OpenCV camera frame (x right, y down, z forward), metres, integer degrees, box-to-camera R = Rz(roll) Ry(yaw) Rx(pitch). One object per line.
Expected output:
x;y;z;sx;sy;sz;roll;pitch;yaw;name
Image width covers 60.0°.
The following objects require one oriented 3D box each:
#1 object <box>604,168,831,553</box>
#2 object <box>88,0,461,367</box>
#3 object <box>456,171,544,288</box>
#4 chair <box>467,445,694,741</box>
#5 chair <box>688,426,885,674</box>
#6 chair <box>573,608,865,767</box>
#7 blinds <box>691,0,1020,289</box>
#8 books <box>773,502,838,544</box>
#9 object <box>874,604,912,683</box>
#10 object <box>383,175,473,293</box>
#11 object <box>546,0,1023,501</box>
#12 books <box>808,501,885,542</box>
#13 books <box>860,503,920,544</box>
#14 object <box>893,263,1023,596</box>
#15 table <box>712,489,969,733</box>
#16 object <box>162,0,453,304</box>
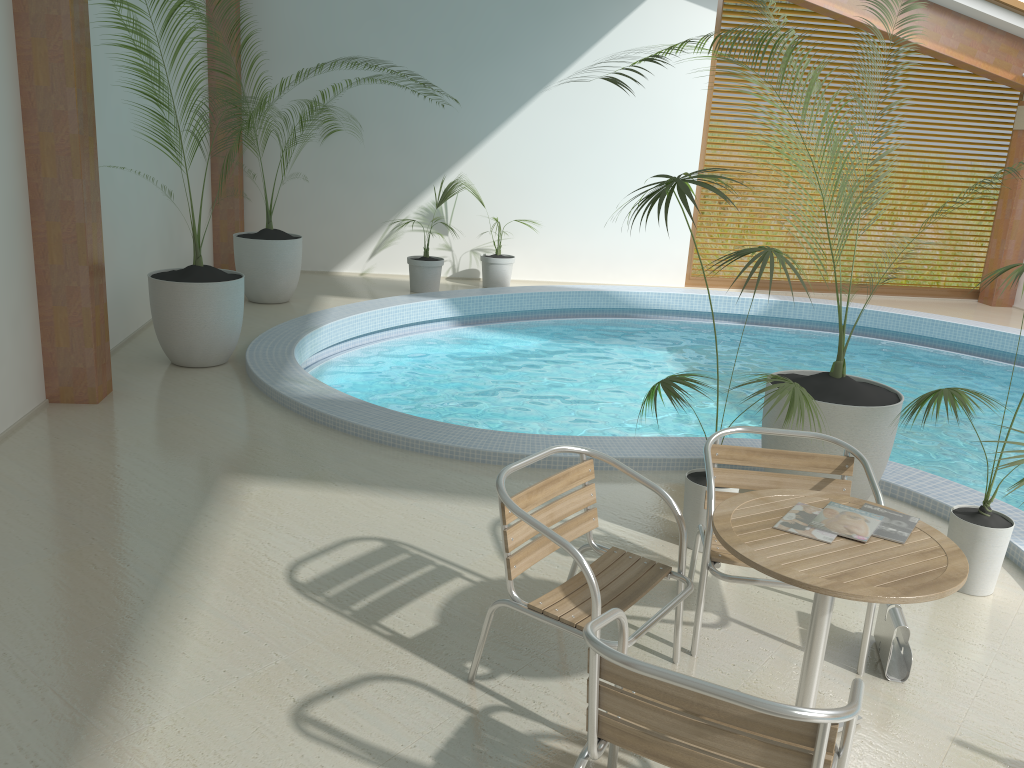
0.868;-0.065;3.859;1.059;1.695;0.791;12;18;27;object
-2.150;-1.637;6.347;2.729;2.960;2.979;-10;21;-40;object
-0.165;-1.757;10.241;1.067;1.310;0.822;5;16;4;object
0.258;0.649;2.959;0.563;0.727;0.618;15;19;33;chair
1.001;0.597;3.313;0.618;0.727;0.563;5;16;5;chair
0.477;0.895;2.148;0.618;0.727;0.563;11;17;24;chair
4.403;-3.235;11.415;4.500;4.025;0.099;2;16;-7;blinds
0.900;0.413;2.649;0.166;0.004;0.241;14;19;32;books
1.397;0.914;3.235;0.081;0.223;0.272;7;16;12;object
-0.864;-1.657;9.734;0.822;1.310;1.067;13;19;31;object
1.731;-0.736;4.080;2.979;2.960;2.729;6;16;9;object
1.006;0.412;2.661;0.166;0.004;0.241;14;19;32;books
1.121;0.419;2.677;0.166;0.004;0.241;14;19;32;books
2.138;0.080;3.643;0.791;1.695;1.059;-2;17;-20;object
0.915;0.786;2.669;0.700;0.720;0.700;7;16;11;table
-2.229;-2.298;8.642;2.729;2.960;2.979;-4;18;-26;object
